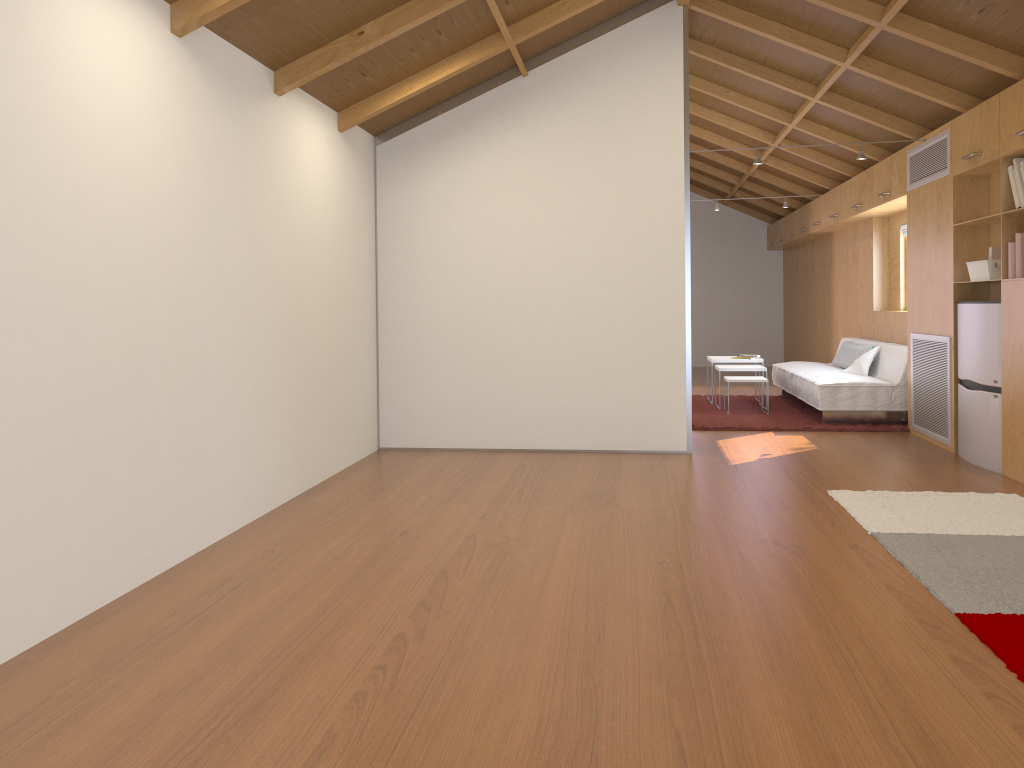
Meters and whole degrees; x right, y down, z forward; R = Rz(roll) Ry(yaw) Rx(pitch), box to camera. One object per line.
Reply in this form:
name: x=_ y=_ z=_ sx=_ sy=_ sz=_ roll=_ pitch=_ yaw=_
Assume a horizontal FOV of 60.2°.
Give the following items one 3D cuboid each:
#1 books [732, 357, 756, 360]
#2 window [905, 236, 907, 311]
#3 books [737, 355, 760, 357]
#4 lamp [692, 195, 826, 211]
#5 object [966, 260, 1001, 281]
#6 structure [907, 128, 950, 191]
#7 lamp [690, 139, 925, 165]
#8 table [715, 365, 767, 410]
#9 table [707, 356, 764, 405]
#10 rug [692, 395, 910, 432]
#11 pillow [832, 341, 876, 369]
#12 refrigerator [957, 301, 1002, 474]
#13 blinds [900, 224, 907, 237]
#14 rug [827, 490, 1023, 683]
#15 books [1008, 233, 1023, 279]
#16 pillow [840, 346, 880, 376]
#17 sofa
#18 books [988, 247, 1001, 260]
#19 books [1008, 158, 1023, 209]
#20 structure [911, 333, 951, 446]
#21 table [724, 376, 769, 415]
books: x=2.249 y=-0.250 z=8.564 sx=0.193 sy=0.016 sz=0.153 roll=3 pitch=6 yaw=37
window: x=3.548 y=-1.004 z=7.415 sx=0.035 sy=0.788 sz=1.501 roll=-1 pitch=4 yaw=8
books: x=2.309 y=-0.272 z=8.625 sx=0.193 sy=0.016 sz=0.153 roll=2 pitch=6 yaw=27
lamp: x=1.465 y=-1.960 z=9.687 sx=3.827 sy=0.153 sz=0.073 roll=0 pitch=1 yaw=8
object: x=2.927 y=-0.687 z=5.372 sx=0.203 sy=0.122 sz=0.351 roll=0 pitch=5 yaw=8
structure: x=2.929 y=-1.566 z=6.235 sx=0.013 sy=0.300 sz=0.906 roll=-1 pitch=5 yaw=8
lamp: x=1.031 y=-1.674 z=6.525 sx=3.827 sy=0.153 sz=0.073 roll=0 pitch=1 yaw=8
table: x=2.135 y=0.027 z=8.271 sx=0.424 sy=0.382 sz=0.460 roll=0 pitch=3 yaw=8
table: x=2.198 y=-0.042 z=8.728 sx=0.485 sy=0.437 sz=0.526 roll=0 pitch=3 yaw=8
rug: x=2.521 y=0.251 z=8.014 sx=1.885 sy=0.020 sz=2.488 roll=0 pitch=5 yaw=8
pillow: x=3.198 y=-0.257 z=8.308 sx=0.171 sy=0.251 sz=1.045 roll=0 pitch=5 yaw=8
refrigerator: x=2.918 y=-0.011 z=5.369 sx=0.261 sy=0.985 sz=0.715 roll=0 pitch=2 yaw=8
blinds: x=3.494 y=-1.344 z=7.418 sx=0.047 sy=0.111 sz=1.502 roll=0 pitch=5 yaw=8
rug: x=1.848 y=0.732 z=2.708 sx=0.916 sy=0.011 sz=3.733 roll=0 pitch=5 yaw=8
books: x=2.661 y=-0.780 z=3.409 sx=0.189 sy=0.656 sz=3.119 roll=0 pitch=5 yaw=8
pillow: x=3.036 y=-0.203 z=7.700 sx=0.267 sy=0.251 sz=0.346 roll=-2 pitch=4 yaw=-28
sofa: x=2.983 y=-0.070 z=8.058 sx=0.862 sy=0.627 sz=2.362 roll=0 pitch=5 yaw=8
books: x=2.912 y=-0.718 z=5.248 sx=0.150 sy=0.192 sz=0.088 roll=0 pitch=1 yaw=8
books: x=2.863 y=-1.102 z=4.848 sx=0.175 sy=0.296 sz=0.280 roll=0 pitch=3 yaw=8
structure: x=2.942 y=0.013 z=6.226 sx=0.013 sy=0.720 sz=0.822 roll=-1 pitch=3 yaw=8
table: x=2.081 y=0.100 z=7.874 sx=0.342 sy=0.308 sz=0.370 roll=0 pitch=3 yaw=8
